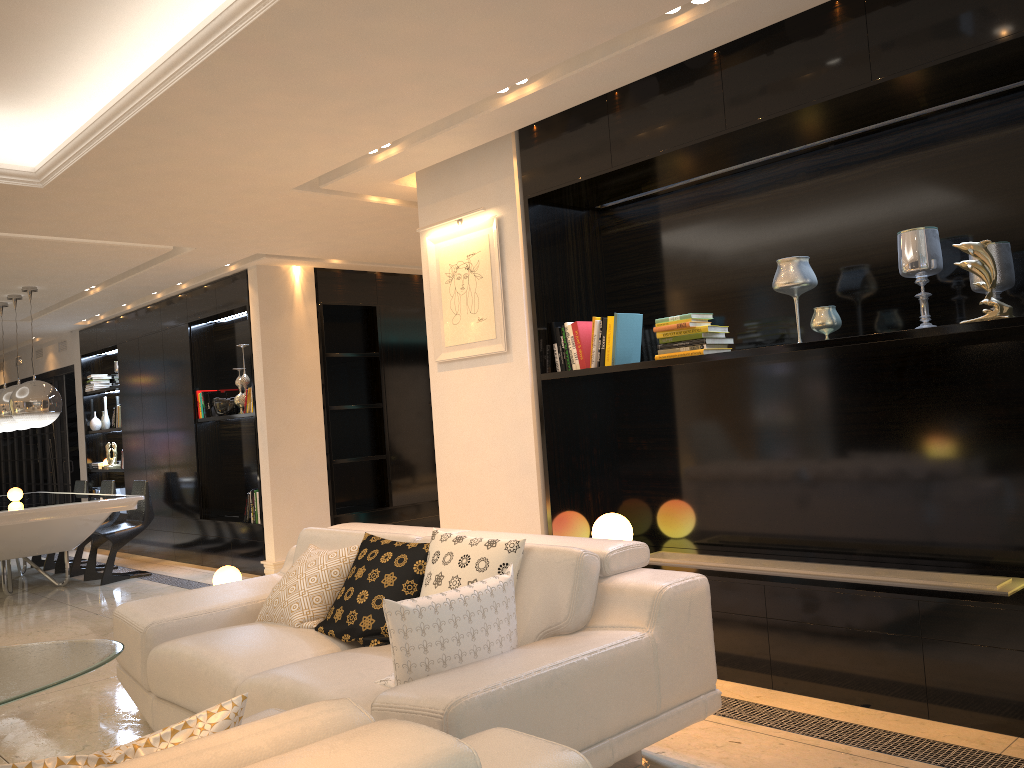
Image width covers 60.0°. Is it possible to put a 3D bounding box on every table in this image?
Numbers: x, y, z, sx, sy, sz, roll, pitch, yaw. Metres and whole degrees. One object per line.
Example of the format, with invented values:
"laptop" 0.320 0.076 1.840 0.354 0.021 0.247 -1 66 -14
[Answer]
"table" -1.988 1.122 2.042 2.140 0.565 0.999 -2 -3 -44
"table" -4.546 1.451 8.097 1.293 0.759 3.031 -2 -3 -43

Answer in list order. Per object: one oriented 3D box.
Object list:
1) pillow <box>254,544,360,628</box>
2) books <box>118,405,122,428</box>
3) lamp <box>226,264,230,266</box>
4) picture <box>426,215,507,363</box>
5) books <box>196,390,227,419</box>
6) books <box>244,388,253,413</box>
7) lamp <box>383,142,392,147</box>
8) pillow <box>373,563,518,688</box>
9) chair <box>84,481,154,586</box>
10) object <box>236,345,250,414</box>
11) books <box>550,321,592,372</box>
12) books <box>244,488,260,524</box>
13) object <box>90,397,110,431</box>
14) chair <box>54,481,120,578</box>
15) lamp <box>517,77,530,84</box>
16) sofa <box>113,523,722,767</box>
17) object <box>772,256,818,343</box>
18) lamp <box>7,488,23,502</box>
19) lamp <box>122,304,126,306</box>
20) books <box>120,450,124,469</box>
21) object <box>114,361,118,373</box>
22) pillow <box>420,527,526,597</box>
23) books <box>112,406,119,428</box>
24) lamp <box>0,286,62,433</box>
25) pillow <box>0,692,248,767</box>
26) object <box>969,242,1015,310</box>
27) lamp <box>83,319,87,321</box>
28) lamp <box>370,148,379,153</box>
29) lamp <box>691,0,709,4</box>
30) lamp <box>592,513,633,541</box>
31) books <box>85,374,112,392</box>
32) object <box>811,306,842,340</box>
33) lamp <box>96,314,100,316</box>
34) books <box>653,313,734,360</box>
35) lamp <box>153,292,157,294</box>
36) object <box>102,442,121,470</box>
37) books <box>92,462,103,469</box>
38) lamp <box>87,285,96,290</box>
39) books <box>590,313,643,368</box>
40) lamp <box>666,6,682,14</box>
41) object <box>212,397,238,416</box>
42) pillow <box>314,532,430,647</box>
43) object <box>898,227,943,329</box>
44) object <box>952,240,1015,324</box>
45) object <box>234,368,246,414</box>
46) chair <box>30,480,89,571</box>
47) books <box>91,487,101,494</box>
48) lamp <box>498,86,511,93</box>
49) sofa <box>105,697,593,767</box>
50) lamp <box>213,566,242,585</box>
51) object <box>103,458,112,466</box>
"pillow" -0.862 0.852 3.750 0.351 0.329 0.521 -2 -3 -43
"books" -4.322 0.356 10.018 0.212 0.261 0.252 -2 -3 -43
"lamp" -2.453 -1.074 7.578 0.107 0.127 0.107 -5 -2 28
"picture" -0.256 -0.509 4.912 0.027 0.729 0.610 -2 -3 -43
"books" -2.850 0.188 8.433 0.210 0.270 0.236 -2 -3 -44
"books" -2.219 0.133 7.763 0.189 0.238 0.290 -2 -3 -45
"lamp" -0.681 -1.311 4.664 0.107 0.127 0.107 -3 -2 -32
"pillow" -0.187 0.744 2.738 0.521 0.325 0.281 -3 -3 -34
"chair" -3.558 1.326 8.007 0.496 0.858 0.523 -2 -3 -43
"object" -2.378 -0.040 7.898 0.121 0.612 0.121 -6 -3 42
"books" 0.357 -0.198 4.608 0.208 0.270 0.240 -2 -3 -43
"books" -2.182 1.053 7.742 0.222 0.296 0.345 -2 -3 -43
"object" -4.948 0.359 10.624 0.210 0.395 0.180 -2 -3 -40
"chair" -4.138 1.391 8.624 0.496 0.858 0.523 -2 -3 -43
"lamp" 0.028 -1.391 3.911 0.107 0.127 0.107 -5 -2 28
"sofa" -0.521 0.984 3.342 1.145 0.754 2.328 -2 -3 -43
"object" 1.222 -0.348 3.809 0.181 0.381 0.181 -6 -3 41
"lamp" -4.509 1.003 8.050 0.125 0.125 0.125 -4 -2 7
"lamp" -4.103 -0.889 9.331 0.107 0.127 0.107 -5 -2 28
"books" -4.296 0.832 10.007 0.182 0.232 0.284 -2 -3 -40
"object" -4.541 -0.112 10.276 0.111 0.301 0.111 -6 -3 42
"pillow" -0.201 0.731 3.124 0.255 0.399 0.526 -2 -3 -43
"books" -4.465 0.375 10.169 0.207 0.256 0.245 -2 -3 -44
"lamp" -4.641 -0.176 8.215 0.408 1.226 1.827 -2 -3 -43
"pillow" -0.645 0.718 1.388 0.463 0.380 0.222 -3 -3 -39
"object" 1.805 -0.363 3.329 0.147 0.317 0.147 -2 -3 -41
"lamp" -4.965 -0.792 10.247 0.107 0.127 0.107 -5 -2 28
"lamp" -0.759 -1.303 4.748 0.107 0.127 0.107 -3 -2 -32
"lamp" 0.682 -1.452 3.224 0.107 0.127 0.107 -5 -2 28
"lamp" 0.523 0.779 4.617 0.212 0.214 0.213 -4 -2 -4
"books" -4.969 -0.011 10.660 0.259 0.188 0.302 -3 -3 -37
"object" 1.311 -0.244 3.702 0.119 0.154 0.119 -3 -3 -34
"lamp" -4.658 -0.826 9.921 0.107 0.127 0.107 -5 -2 28
"books" 0.841 -0.218 4.136 0.260 0.197 0.296 -2 -3 -41
"lamp" -3.547 -0.951 8.740 0.107 0.127 0.107 -5 -2 28
"object" -4.660 0.833 10.325 0.177 0.311 0.177 -2 -3 -43
"books" -4.884 0.976 10.623 0.209 0.073 0.266 -2 -3 -40
"lamp" -3.929 -0.943 8.208 0.107 0.127 0.271 -2 -3 -43
"books" 0.519 -0.212 4.442 0.212 0.261 0.210 -2 -3 -43
"lamp" 0.589 -1.454 3.315 0.107 0.127 0.107 -5 -2 28
"object" -2.646 0.214 8.193 0.193 0.177 0.375 -2 -3 -42
"pillow" -0.544 0.782 3.426 0.323 0.355 0.524 -2 -3 -43
"object" 1.630 -0.398 3.523 0.156 0.426 0.156 -3 -3 -38
"object" 1.655 -0.361 3.128 0.182 0.293 0.116 -6 -3 44
"object" -2.455 0.067 8.023 0.121 0.416 0.121 -6 -3 42
"chair" -4.689 1.453 9.210 0.496 0.858 0.523 -2 -3 -43
"books" -4.904 1.374 10.655 0.210 0.270 0.236 -2 -3 -44
"lamp" -0.056 -1.382 4.000 0.107 0.127 0.107 -3 -2 -32
"sofa" -1.056 0.940 1.055 2.328 0.754 1.145 -2 -3 -43
"lamp" -2.185 1.504 6.810 0.212 0.214 0.213 -4 -2 -4
"object" -4.754 0.934 10.457 0.125 0.125 0.125 -4 -2 -4
